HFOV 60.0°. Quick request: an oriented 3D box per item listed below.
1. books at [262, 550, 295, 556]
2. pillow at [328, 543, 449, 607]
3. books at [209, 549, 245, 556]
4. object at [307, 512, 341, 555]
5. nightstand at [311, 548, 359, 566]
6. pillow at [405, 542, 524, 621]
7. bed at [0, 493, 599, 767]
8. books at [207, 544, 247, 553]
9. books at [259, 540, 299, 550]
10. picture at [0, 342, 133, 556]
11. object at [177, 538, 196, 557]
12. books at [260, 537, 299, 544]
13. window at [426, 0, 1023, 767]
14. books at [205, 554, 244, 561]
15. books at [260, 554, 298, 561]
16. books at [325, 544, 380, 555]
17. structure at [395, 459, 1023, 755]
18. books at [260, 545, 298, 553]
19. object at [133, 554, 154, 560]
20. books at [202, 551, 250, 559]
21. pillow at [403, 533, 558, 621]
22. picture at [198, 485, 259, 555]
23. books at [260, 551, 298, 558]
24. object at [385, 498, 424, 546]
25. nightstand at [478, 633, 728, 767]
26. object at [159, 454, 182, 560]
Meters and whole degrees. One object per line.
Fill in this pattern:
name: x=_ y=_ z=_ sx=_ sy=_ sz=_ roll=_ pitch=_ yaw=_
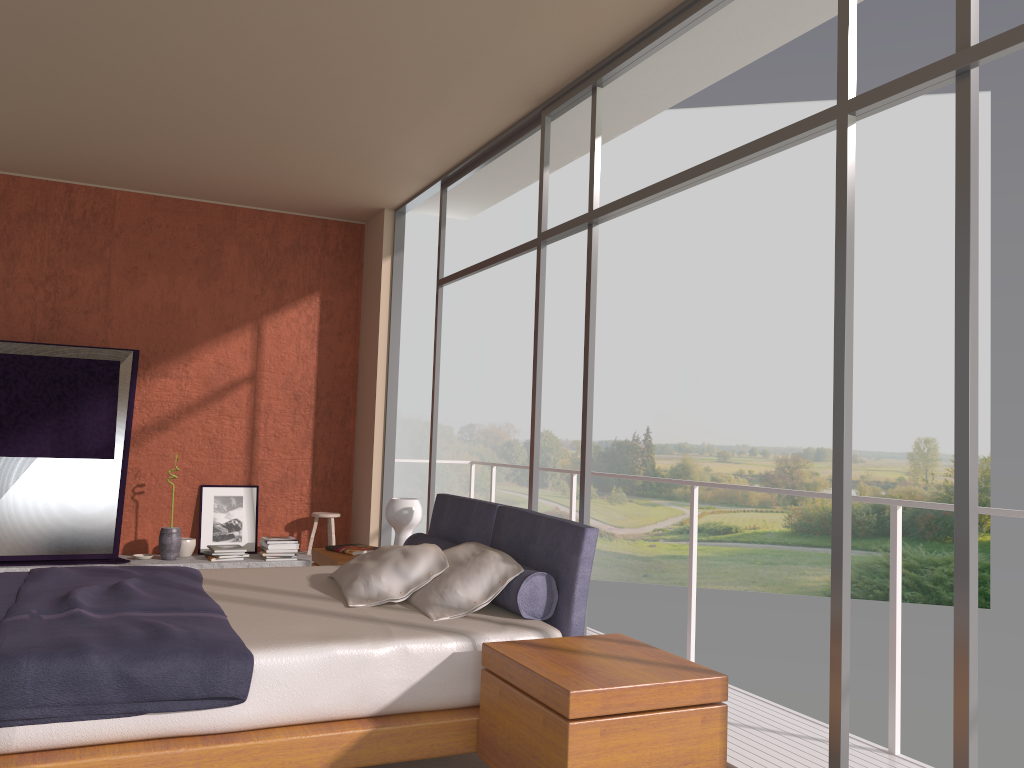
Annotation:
books: x=-1.856 y=1.340 z=7.059 sx=0.247 sy=0.025 sz=0.287 roll=3 pitch=-4 yaw=-14
pillow: x=-0.582 y=0.850 z=4.061 sx=0.431 sy=0.264 sz=0.869 roll=3 pitch=-4 yaw=-17
books: x=-2.227 y=1.307 z=6.929 sx=0.247 sy=0.025 sz=0.287 roll=4 pitch=-4 yaw=-23
object: x=-1.543 y=1.250 z=7.386 sx=0.260 sy=0.349 sz=0.257 roll=0 pitch=-4 yaw=34
nightstand: x=-0.852 y=1.290 z=5.275 sx=0.562 sy=0.556 sz=0.628 roll=4 pitch=-4 yaw=-25
pillow: x=-0.262 y=0.836 z=3.817 sx=0.400 sy=0.265 sz=0.791 roll=4 pitch=-4 yaw=-22
bed: x=-1.142 y=0.985 z=3.711 sx=2.462 sy=0.959 sz=2.017 roll=4 pitch=-4 yaw=-25
books: x=-2.230 y=1.287 z=6.935 sx=0.247 sy=0.018 sz=0.328 roll=4 pitch=-4 yaw=-28
books: x=-1.858 y=1.281 z=7.081 sx=0.247 sy=0.038 sz=0.319 roll=4 pitch=-4 yaw=-28
picture: x=-3.371 y=0.463 z=6.352 sx=1.129 sy=1.496 sz=0.126 roll=4 pitch=-4 yaw=-25
object: x=-2.583 y=1.288 z=6.973 sx=0.179 sy=0.137 sz=0.180 roll=3 pitch=-4 yaw=-12
books: x=-1.860 y=1.250 z=7.089 sx=0.247 sy=0.025 sz=0.287 roll=4 pitch=-4 yaw=-25
window: x=0.716 y=-0.038 z=3.705 sx=0.075 sy=3.133 sz=6.106 roll=4 pitch=-4 yaw=-25
books: x=-2.247 y=1.352 z=6.925 sx=0.247 sy=0.025 sz=0.287 roll=4 pitch=-4 yaw=-28
books: x=-1.862 y=1.380 z=7.075 sx=0.247 sy=0.018 sz=0.328 roll=4 pitch=-4 yaw=-23
books: x=-0.946 y=1.001 z=5.368 sx=0.247 sy=0.025 sz=0.287 roll=6 pitch=-5 yaw=-44
structure: x=0.960 y=0.976 z=3.986 sx=0.728 sy=1.005 sz=7.689 roll=4 pitch=-4 yaw=-25
books: x=-1.859 y=1.313 z=7.079 sx=0.247 sy=0.027 sz=0.328 roll=4 pitch=-4 yaw=-23
object: x=-2.803 y=1.321 z=6.741 sx=0.152 sy=0.040 sz=0.152 roll=1 pitch=-4 yaw=10
books: x=-2.237 y=1.330 z=6.940 sx=0.247 sy=0.018 sz=0.328 roll=5 pitch=-5 yaw=-40
pillow: x=-0.197 y=0.869 z=4.148 sx=0.205 sy=0.201 sz=1.470 roll=4 pitch=-4 yaw=-25
picture: x=-2.306 y=1.103 z=7.226 sx=0.458 sy=0.550 sz=0.117 roll=4 pitch=-4 yaw=-25
books: x=-1.864 y=1.362 z=7.081 sx=0.247 sy=0.018 sz=0.287 roll=4 pitch=-4 yaw=-25
object: x=-0.633 y=0.842 z=5.198 sx=0.224 sy=0.338 sz=0.224 roll=3 pitch=-4 yaw=-14
nightstand: x=0.273 y=1.176 z=2.889 sx=0.562 sy=0.556 sz=0.628 roll=4 pitch=-4 yaw=-25
object: x=-2.602 y=0.938 z=6.792 sx=0.165 sy=0.810 sz=0.165 roll=2 pitch=-4 yaw=-2
